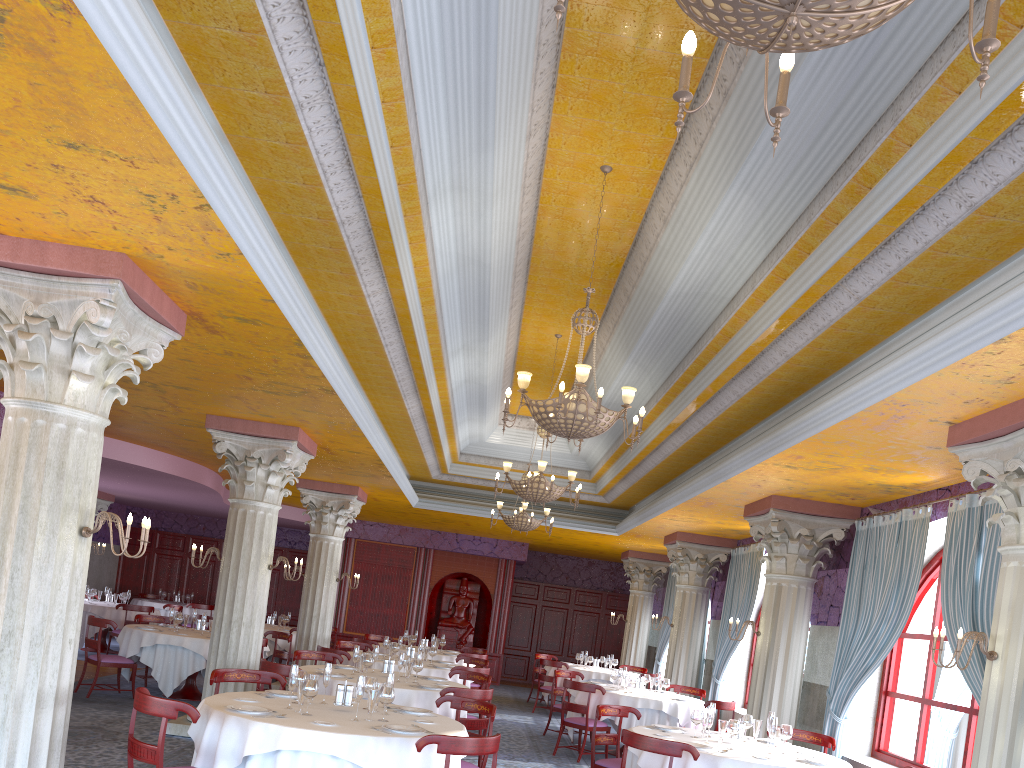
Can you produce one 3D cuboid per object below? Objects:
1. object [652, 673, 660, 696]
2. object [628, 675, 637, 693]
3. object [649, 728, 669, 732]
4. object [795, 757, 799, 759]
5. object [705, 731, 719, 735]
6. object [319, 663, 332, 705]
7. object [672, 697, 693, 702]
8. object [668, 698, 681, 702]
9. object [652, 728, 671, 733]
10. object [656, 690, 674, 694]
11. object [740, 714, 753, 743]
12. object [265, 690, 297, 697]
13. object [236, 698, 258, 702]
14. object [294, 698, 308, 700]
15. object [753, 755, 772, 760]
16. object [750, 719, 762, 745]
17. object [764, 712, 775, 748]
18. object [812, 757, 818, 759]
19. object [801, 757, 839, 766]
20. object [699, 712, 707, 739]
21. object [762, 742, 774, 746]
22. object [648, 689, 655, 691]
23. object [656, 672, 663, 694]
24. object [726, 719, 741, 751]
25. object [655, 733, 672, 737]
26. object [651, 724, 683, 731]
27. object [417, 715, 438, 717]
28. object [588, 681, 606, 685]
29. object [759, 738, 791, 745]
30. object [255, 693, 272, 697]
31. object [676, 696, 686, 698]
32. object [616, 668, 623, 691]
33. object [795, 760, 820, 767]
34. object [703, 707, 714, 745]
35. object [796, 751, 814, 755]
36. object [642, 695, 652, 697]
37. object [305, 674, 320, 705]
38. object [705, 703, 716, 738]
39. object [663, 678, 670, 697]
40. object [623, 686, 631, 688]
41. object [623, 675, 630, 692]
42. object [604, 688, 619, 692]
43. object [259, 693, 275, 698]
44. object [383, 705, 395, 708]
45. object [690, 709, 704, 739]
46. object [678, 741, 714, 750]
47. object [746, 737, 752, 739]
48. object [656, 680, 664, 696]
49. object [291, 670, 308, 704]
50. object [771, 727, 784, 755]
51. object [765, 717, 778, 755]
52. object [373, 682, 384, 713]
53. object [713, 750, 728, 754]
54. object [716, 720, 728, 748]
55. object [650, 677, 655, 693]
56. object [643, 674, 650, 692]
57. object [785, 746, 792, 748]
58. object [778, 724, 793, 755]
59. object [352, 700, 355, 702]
[{"bbox_3d":[2.103,4.384,12.487,0.073,0.333,0.075,7,-1,35],"label":"object"},{"bbox_3d":[1.749,4.363,12.454,0.125,0.262,0.121,9,-3,-32],"label":"object"},{"bbox_3d":[1.400,3.309,8.205,0.056,0.019,0.257,19,-18,-40],"label":"object"},{"bbox_3d":[2.466,3.259,7.456,0.029,0.010,0.143,-5,-19,44],"label":"object"},{"bbox_3d":[1.992,3.487,8.554,0.157,0.009,0.165,3,-15,18],"label":"object"},{"bbox_3d":[-1.495,2.411,6.892,0.074,0.333,0.074,8,-1,-10],"label":"object"},{"bbox_3d":[2.451,4.537,12.302,0.313,0.024,0.323,8,-15,-1],"label":"object"},{"bbox_3d":[2.311,4.493,12.182,0.231,0.013,0.028,-6,-18,43],"label":"object"},{"bbox_3d":[1.423,3.329,8.235,0.252,0.003,0.023,-6,-20,42],"label":"object"},{"bbox_3d":[2.405,4.819,13.385,0.313,0.024,0.323,8,-15,-1],"label":"object"},{"bbox_3d":[2.249,3.309,8.230,0.123,0.262,0.123,8,-3,-10],"label":"object"},{"bbox_3d":[-1.884,2.563,7.078,0.310,0.024,0.326,3,-15,18],"label":"object"},{"bbox_3d":[-2.017,2.404,6.518,0.159,0.009,0.164,8,-15,-1],"label":"object"},{"bbox_3d":[-1.718,2.563,6.968,0.029,0.010,0.143,-5,-19,44],"label":"object"},{"bbox_3d":[2.107,3.145,7.207,0.159,0.009,0.164,8,-15,-1],"label":"object"},{"bbox_3d":[2.320,3.308,8.138,0.085,0.235,0.087,7,-2,24],"label":"object"},{"bbox_3d":[2.426,3.251,8.056,0.073,0.333,0.075,7,-1,35],"label":"object"},{"bbox_3d":[2.749,3.311,7.523,0.056,0.019,0.257,19,-18,-40],"label":"object"},{"bbox_3d":[2.634,3.246,7.345,0.310,0.024,0.326,3,-15,18],"label":"object"},{"bbox_3d":[1.817,3.228,8.097,0.087,0.235,0.085,8,-2,-21],"label":"object"},{"bbox_3d":[2.478,3.474,8.260,0.030,0.010,0.138,20,-19,-41],"label":"object"},{"bbox_3d":[2.229,4.828,13.501,0.265,0.019,0.054,21,-18,-41],"label":"object"},{"bbox_3d":[2.242,4.543,13.013,0.074,0.333,0.074,8,-1,-10],"label":"object"},{"bbox_3d":[1.932,3.072,7.497,0.121,0.262,0.124,7,-3,13],"label":"object"},{"bbox_3d":[1.383,3.211,7.822,0.157,0.009,0.165,3,-15,18],"label":"object"},{"bbox_3d":[1.515,3.370,8.382,0.313,0.024,0.323,8,-15,-1],"label":"object"},{"bbox_3d":[-0.693,2.705,6.984,0.027,0.013,0.240,-3,-18,42],"label":"object"},{"bbox_3d":[1.332,4.662,13.339,0.321,0.024,0.315,16,-17,-30],"label":"object"},{"bbox_3d":[2.589,3.527,8.429,0.313,0.024,0.323,8,-15,-1],"label":"object"},{"bbox_3d":[-2.000,2.503,6.901,0.056,0.019,0.257,19,-18,-40],"label":"object"},{"bbox_3d":[2.534,4.714,12.895,0.164,0.009,0.159,20,-19,-40],"label":"object"},{"bbox_3d":[1.582,4.351,12.627,0.073,0.333,0.075,8,-1,13],"label":"object"},{"bbox_3d":[2.494,3.201,7.226,0.231,0.013,0.028,-6,-18,43],"label":"object"},{"bbox_3d":[1.765,3.059,7.670,0.073,0.333,0.075,7,-1,35],"label":"object"},{"bbox_3d":[2.717,3.422,7.939,0.157,0.009,0.165,3,-15,18],"label":"object"},{"bbox_3d":[1.924,4.437,12.163,0.158,0.009,0.164,-4,-19,37],"label":"object"},{"bbox_3d":[-1.583,2.422,6.792,0.087,0.235,0.085,8,-2,-21],"label":"object"},{"bbox_3d":[1.904,3.218,8.196,0.073,0.333,0.075,7,-1,35],"label":"object"},{"bbox_3d":[2.270,4.489,12.660,0.125,0.262,0.121,9,-3,-32],"label":"object"},{"bbox_3d":[1.809,4.779,13.510,0.157,0.009,0.165,0,-17,28],"label":"object"},{"bbox_3d":[1.675,4.391,12.545,0.085,0.235,0.087,7,-2,24],"label":"object"},{"bbox_3d":[1.378,4.380,12.255,0.313,0.024,0.323,8,-15,-1],"label":"object"},{"bbox_3d":[-1.977,2.522,6.930,0.252,0.003,0.023,-6,-20,42],"label":"object"},{"bbox_3d":[-0.987,2.730,7.241,0.265,0.019,0.054,21,-18,-41],"label":"object"},{"bbox_3d":[1.728,3.184,8.023,0.121,0.262,0.124,7,-3,13],"label":"object"},{"bbox_3d":[1.561,3.088,7.299,0.310,0.024,0.326,3,-15,18],"label":"object"},{"bbox_3d":[2.413,3.537,8.545,0.265,0.019,0.054,21,-18,-41],"label":"object"},{"bbox_3d":[2.178,4.470,12.587,0.087,0.235,0.085,8,-2,-21],"label":"object"},{"bbox_3d":[-1.672,2.377,6.719,0.123,0.262,0.123,8,-3,-10],"label":"object"},{"bbox_3d":[2.361,3.178,7.630,0.087,0.235,0.085,8,-2,-21],"label":"object"},{"bbox_3d":[2.287,3.093,7.530,0.074,0.333,0.074,8,-1,-10],"label":"object"},{"bbox_3d":[-1.080,2.501,6.834,0.087,0.235,0.085,8,-2,-21],"label":"object"},{"bbox_3d":[1.736,3.083,7.183,0.265,0.019,0.054,21,-18,-41],"label":"object"},{"bbox_3d":[1.858,3.099,7.589,0.087,0.235,0.085,8,-2,-21],"label":"object"},{"bbox_3d":[2.137,4.599,13.094,0.085,0.235,0.087,7,-2,24],"label":"object"},{"bbox_3d":[2.066,4.601,13.186,0.123,0.262,0.123,8,-3,-10],"label":"object"},{"bbox_3d":[2.707,3.512,8.288,0.027,0.013,0.240,-3,-18,42],"label":"object"},{"bbox_3d":[2.454,3.197,7.704,0.123,0.262,0.123,8,-3,-10],"label":"object"},{"bbox_3d":[-1.407,2.681,7.249,0.159,0.009,0.164,8,-15,-1],"label":"object"}]
